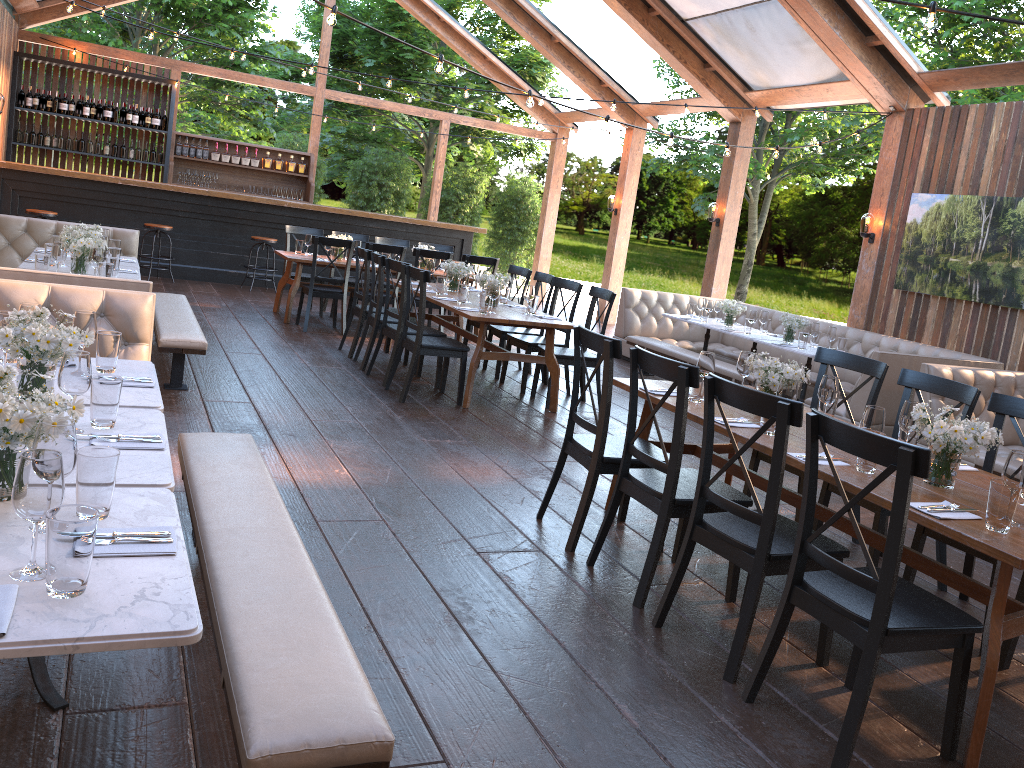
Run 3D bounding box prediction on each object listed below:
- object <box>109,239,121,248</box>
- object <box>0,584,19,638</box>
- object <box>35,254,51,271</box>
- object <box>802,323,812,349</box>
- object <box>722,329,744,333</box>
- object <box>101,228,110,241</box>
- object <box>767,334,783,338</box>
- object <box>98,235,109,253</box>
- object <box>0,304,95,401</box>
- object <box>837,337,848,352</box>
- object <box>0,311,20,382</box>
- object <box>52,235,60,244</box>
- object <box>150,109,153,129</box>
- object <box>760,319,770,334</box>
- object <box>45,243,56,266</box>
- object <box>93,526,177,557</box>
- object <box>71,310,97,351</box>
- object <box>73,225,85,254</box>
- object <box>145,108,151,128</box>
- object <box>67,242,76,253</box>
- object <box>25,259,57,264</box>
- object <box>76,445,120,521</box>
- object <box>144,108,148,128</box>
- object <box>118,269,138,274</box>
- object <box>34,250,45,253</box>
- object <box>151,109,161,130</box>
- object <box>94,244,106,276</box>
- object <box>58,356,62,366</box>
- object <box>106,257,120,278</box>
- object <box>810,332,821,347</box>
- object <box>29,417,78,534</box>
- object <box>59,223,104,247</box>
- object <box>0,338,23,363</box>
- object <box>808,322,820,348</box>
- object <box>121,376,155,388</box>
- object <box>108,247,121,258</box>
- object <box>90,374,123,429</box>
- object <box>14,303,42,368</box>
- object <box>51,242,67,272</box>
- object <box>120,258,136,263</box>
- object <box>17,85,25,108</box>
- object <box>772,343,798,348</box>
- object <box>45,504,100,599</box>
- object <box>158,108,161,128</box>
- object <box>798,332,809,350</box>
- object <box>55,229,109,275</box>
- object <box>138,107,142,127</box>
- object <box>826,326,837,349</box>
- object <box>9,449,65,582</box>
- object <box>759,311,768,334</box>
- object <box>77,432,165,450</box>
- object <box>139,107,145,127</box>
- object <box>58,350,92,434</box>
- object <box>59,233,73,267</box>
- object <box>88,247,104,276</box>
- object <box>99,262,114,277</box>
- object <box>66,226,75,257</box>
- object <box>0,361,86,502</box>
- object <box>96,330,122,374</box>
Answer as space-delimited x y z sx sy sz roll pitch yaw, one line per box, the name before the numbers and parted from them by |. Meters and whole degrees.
object | -3.392 -1.153 7.549 0.091 0.157 0.093 2 10 -38
object | -0.974 0.390 1.577 0.157 0.019 0.258 4 11 -24
object | -3.032 -0.756 5.710 0.091 0.157 0.093 2 10 -38
object | 2.808 -0.458 8.450 0.093 0.242 0.092 11 8 23
object | 2.312 -0.559 9.213 0.254 0.019 0.159 4 11 -24
object | -3.440 -1.185 7.449 0.092 0.242 0.093 11 8 17
object | 2.807 -0.515 9.367 0.254 0.019 0.159 4 11 -24
object | -3.119 -1.003 6.731 0.092 0.242 0.093 11 8 17
object | -1.576 -0.101 2.942 0.336 0.307 0.332 7 9 -8
object | 3.135 -0.359 8.410 0.091 0.157 0.093 2 10 -38
object | -1.784 -0.132 3.119 0.093 0.242 0.092 11 8 23
object | -3.650 -1.108 7.109 0.091 0.157 0.093 2 10 -38
object | -5.607 -4.119 13.752 0.078 0.307 0.077 15 10 43
object | 2.709 -0.622 9.482 0.091 0.157 0.093 2 10 -38
object | -3.351 -0.938 6.432 0.091 0.157 0.093 2 10 -38
object | -0.867 0.338 1.935 0.254 0.019 0.159 4 11 -24
object | -1.633 -0.156 3.368 0.092 0.242 0.093 5 8 -22
object | -3.636 -1.209 7.428 0.092 0.242 0.093 11 8 17
object | -5.585 -4.085 13.584 0.078 0.310 0.079 4 8 -30
object | -3.737 -1.191 7.485 0.091 0.157 0.093 2 10 -38
object | -3.469 -0.909 6.563 0.254 0.019 0.159 4 11 -24
object | -0.965 0.232 2.050 0.091 0.157 0.093 2 10 -38
object | -5.660 -4.110 13.675 0.077 0.304 0.078 7 7 -8
object | -2.974 -0.865 6.717 0.254 0.019 0.159 4 11 -24
object | -3.768 -1.079 7.240 0.254 0.019 0.159 4 11 -24
object | -5.496 -4.088 13.668 0.136 0.313 0.138 6 8 -18
object | -2.818 -0.828 6.030 0.093 0.242 0.092 11 8 23
object | -1.816 -0.098 3.523 0.157 0.019 0.258 4 11 -24
object | -2.771 -0.796 6.131 0.091 0.157 0.093 2 10 -38
object | 3.010 -0.446 8.781 0.091 0.157 0.093 2 10 -38
object | -1.012 0.200 1.950 0.093 0.242 0.092 11 8 23
object | -3.386 -1.129 7.016 0.339 0.307 0.329 16 11 39
object | -1.930 -0.163 3.404 0.092 0.157 0.092 10 8 11
object | 2.962 -0.478 8.681 0.093 0.242 0.092 11 8 23
object | -1.488 -0.018 3.353 0.254 0.019 0.159 4 11 -24
object | -3.072 -0.972 6.831 0.091 0.157 0.093 2 10 -38
object | -1.265 0.056 2.751 0.091 0.157 0.093 2 10 -38
object | -1.830 -0.181 3.347 0.093 0.242 0.092 11 8 23
object | -2.973 -0.808 5.800 0.093 0.242 0.092 11 8 23
object | -3.294 -1.046 7.434 0.254 0.019 0.159 4 11 -24
object | -7.173 -4.202 12.931 0.081 0.322 0.172 3 10 -39
object | 2.631 -0.377 8.491 0.254 0.019 0.159 4 11 -24
object | -0.840 0.319 1.679 0.091 0.157 0.093 2 10 -38
object | -5.519 -4.128 13.807 0.087 0.332 0.088 1 10 -44
object | 2.748 -0.406 8.360 0.091 0.157 0.093 2 10 -38
object | -2.988 -0.911 6.165 0.329 0.307 0.339 8 9 -3
object | -5.744 -4.117 13.655 0.075 0.300 0.076 2 9 -42
object | 3.047 -0.424 8.457 0.093 0.242 0.092 11 8 23
object | -0.927 0.254 1.726 0.093 0.242 0.092 11 8 23
object | 2.662 -0.653 9.381 0.092 0.242 0.093 11 8 17
object | -1.168 0.163 2.636 0.254 0.019 0.159 4 11 -24
object | -5.673 -4.096 13.578 0.078 0.307 0.077 15 10 43
object | -1.313 0.025 2.651 0.093 0.242 0.092 11 8 23
object | -3.292 -0.990 6.522 0.092 0.242 0.093 11 8 17
object | -2.734 -0.774 5.807 0.093 0.242 0.092 11 8 23
object | -2.646 -0.709 5.760 0.091 0.157 0.093 2 10 -38
object | -3.591 -1.160 7.199 0.092 0.242 0.093 11 8 17
object | -1.193 0.117 2.077 0.335 0.307 0.332 6 9 -13
object | -1.586 -0.125 3.468 0.091 0.157 0.093 2 10 -38
